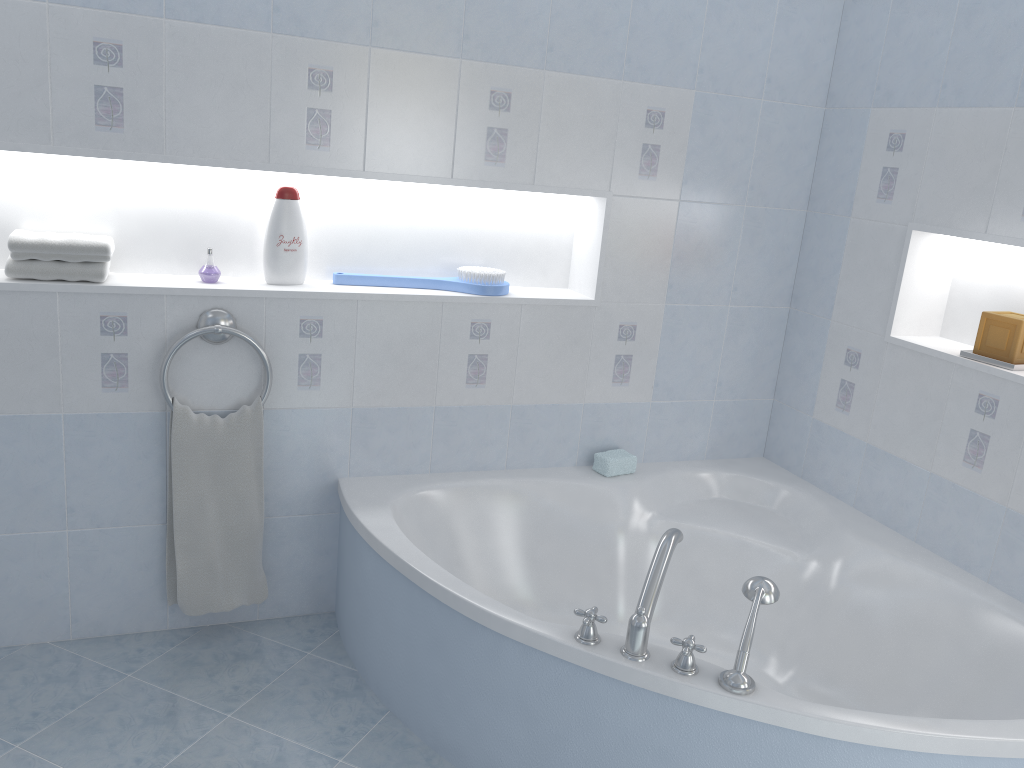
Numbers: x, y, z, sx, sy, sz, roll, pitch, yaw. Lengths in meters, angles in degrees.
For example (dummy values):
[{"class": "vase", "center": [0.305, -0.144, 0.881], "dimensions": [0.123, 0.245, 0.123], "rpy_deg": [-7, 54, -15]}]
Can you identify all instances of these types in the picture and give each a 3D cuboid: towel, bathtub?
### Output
[{"class": "towel", "center": [-1.173, -0.306, 2.299], "dimensions": [0.232, 0.060, 0.162], "rpy_deg": [0, 16, -20]}, {"class": "bathtub", "center": [0.468, 0.610, 2.297], "dimensions": [1.578, 0.670, 1.596], "rpy_deg": [-1, 16, -22]}, {"class": "towel", "center": [-1.159, -0.357, 2.291], "dimensions": [0.232, 0.062, 0.163], "rpy_deg": [0, 16, -20]}, {"class": "towel", "center": [-0.817, 0.342, 2.477], "dimensions": [0.280, 0.634, 0.101], "rpy_deg": [-1, 16, -25]}]

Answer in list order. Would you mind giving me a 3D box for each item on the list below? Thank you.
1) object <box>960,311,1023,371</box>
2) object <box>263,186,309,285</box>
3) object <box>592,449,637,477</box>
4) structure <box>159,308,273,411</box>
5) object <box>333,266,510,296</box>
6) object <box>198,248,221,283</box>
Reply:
[{"class": "object", "center": [1.348, -0.122, 2.401], "dimensions": [0.160, 0.130, 0.160], "rpy_deg": [-2, 17, -27]}, {"class": "object", "center": [-0.637, -0.417, 2.504], "dimensions": [0.134, 0.276, 0.063], "rpy_deg": [-5, 18, -33]}, {"class": "object", "center": [0.339, 0.260, 2.919], "dimensions": [0.128, 0.059, 0.081], "rpy_deg": [-5, 18, -35]}, {"class": "structure", "center": [-0.799, -0.039, 2.404], "dimensions": [0.291, 0.332, 0.051], "rpy_deg": [-1, 16, -22]}, {"class": "object", "center": [-0.272, -0.331, 2.713], "dimensions": [0.534, 0.065, 0.172], "rpy_deg": [3, 15, -8]}, {"class": "object", "center": [-0.831, -0.327, 2.438], "dimensions": [0.059, 0.094, 0.059], "rpy_deg": [-2, 17, -28]}]
